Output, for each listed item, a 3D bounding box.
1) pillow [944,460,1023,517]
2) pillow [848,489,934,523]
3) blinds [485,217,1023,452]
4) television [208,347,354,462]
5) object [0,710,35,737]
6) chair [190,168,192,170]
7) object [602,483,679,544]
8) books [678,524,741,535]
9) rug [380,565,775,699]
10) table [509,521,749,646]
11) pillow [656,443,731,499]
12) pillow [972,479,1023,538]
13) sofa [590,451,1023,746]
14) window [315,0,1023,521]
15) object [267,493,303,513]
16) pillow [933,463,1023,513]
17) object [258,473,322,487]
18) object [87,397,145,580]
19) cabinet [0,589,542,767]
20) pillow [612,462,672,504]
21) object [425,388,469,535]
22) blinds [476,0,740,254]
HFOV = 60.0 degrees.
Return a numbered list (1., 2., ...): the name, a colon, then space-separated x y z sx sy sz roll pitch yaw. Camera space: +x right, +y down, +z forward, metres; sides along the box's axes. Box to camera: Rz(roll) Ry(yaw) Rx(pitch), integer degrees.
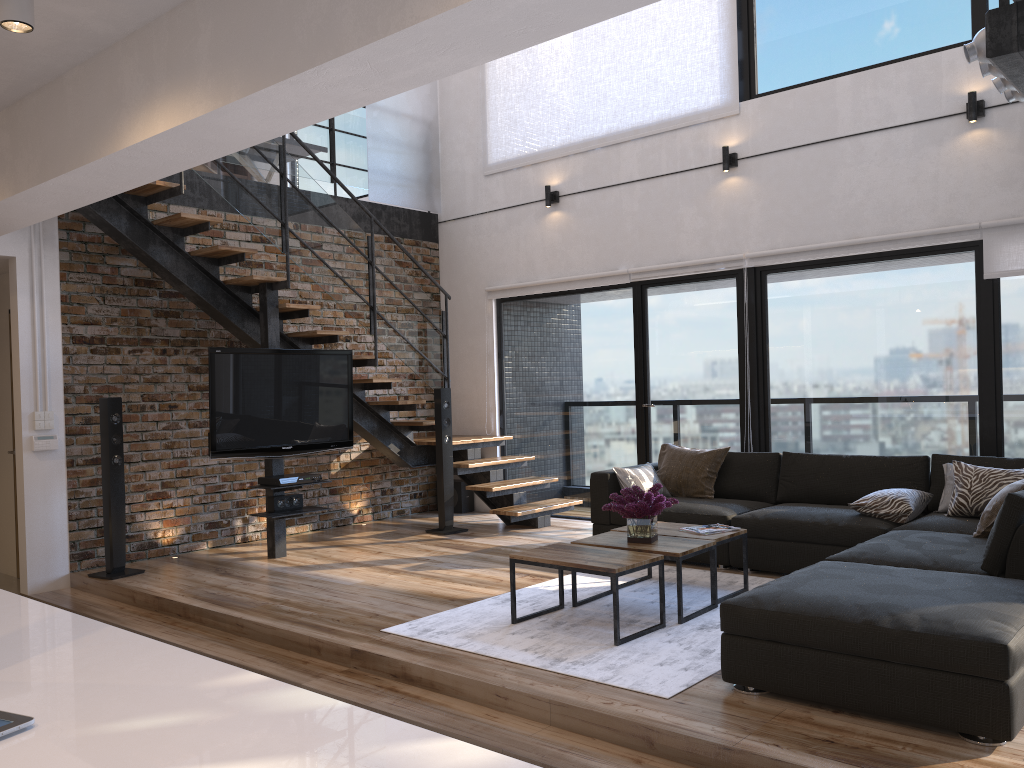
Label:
1. pillow: 2.706 0.595 4.932 0.532 0.314 0.250 -2 0 45
2. pillow: 2.265 0.717 5.284 0.356 0.178 0.530 -2 0 39
3. blinds: 1.798 0.035 6.678 5.370 2.044 0.095 -2 0 41
4. television: -1.654 0.140 6.389 0.136 0.783 1.206 -1 0 41
5. object: -0.830 0.501 1.236 0.188 0.013 0.240 -2 0 26
6. chair: -3.119 -2.035 8.605 0.580 0.822 0.555 -2 0 28
7. object: 0.688 0.661 4.685 0.342 0.343 0.375 -2 0 42
8. books: 1.108 0.814 4.970 0.295 0.013 0.229 -2 0 -28
9. rug: 0.656 1.183 4.655 1.637 0.003 2.113 -2 0 41
10. table: 0.671 1.007 4.685 0.697 0.350 1.298 -2 0 41
11. pillow: 1.261 0.629 6.431 0.609 0.382 0.265 -2 0 41
12. pillow: 2.553 0.627 4.529 0.273 0.309 0.547 -2 0 40
13. sofa: 1.371 0.815 4.861 3.044 0.700 2.998 -2 0 41
14. window: 0.508 -1.388 5.556 13.400 5.568 5.662 -2 0 41
15. object: -1.641 0.861 6.426 0.088 0.112 0.247 -2 0 41
16. pillow: 2.761 0.617 5.093 0.611 0.294 0.234 -2 0 41
17. object: -1.590 0.688 6.368 0.275 0.058 0.360 -2 0 41
18. object: -2.697 0.693 6.003 0.271 1.206 0.271 -1 1 31
19. cabinet: -2.774 0.043 2.018 9.117 2.872 2.473 -2 0 41
20. pillow: 0.928 0.704 6.276 0.212 0.266 0.498 -2 0 42
21. object: -0.563 0.637 7.414 0.271 1.206 0.271 -2 1 -44
22. blinds: -0.735 -2.712 7.544 10.205 2.976 1.995 -2 0 19
